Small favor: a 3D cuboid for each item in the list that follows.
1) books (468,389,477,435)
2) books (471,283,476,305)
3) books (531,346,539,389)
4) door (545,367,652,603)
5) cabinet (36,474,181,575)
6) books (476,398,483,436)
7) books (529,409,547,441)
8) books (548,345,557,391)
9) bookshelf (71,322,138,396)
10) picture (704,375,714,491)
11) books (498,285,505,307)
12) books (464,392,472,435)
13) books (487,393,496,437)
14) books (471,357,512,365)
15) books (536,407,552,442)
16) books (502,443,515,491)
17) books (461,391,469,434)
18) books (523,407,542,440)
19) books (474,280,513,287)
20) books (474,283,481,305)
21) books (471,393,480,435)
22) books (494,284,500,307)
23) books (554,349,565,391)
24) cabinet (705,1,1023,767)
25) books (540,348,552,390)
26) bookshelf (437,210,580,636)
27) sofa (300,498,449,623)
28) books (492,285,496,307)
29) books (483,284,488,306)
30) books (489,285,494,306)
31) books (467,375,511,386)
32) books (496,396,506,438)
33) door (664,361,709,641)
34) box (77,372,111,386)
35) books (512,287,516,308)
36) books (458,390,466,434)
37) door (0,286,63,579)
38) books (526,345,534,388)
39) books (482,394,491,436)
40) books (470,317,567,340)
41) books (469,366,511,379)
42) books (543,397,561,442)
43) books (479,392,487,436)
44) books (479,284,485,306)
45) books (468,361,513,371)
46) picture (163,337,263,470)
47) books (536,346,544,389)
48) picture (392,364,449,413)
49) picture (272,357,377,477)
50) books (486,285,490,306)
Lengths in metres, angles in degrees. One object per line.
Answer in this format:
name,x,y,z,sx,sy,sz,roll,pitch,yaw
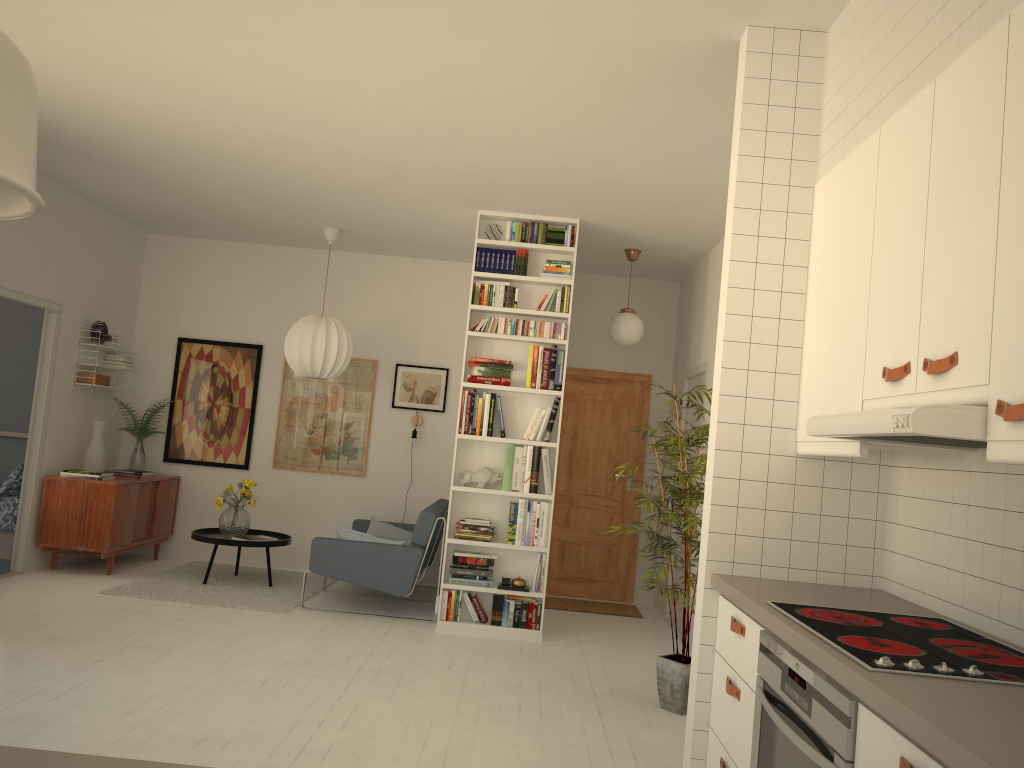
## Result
books,-0.274,0.199,6.193,0.021,0.317,0.179,5,-4,1
books,-0.266,-0.617,6.271,0.019,0.156,0.205,5,-4,1
books,0.160,-0.109,6.222,0.039,0.302,0.199,5,-4,1
door,0.705,0.889,7.971,0.931,2.034,0.159,5,-4,1
cabinet,-3.289,1.122,7.311,0.546,0.728,1.262,5,-4,1
books,-0.224,0.233,6.181,0.024,0.260,0.199,5,-4,1
books,0.178,0.284,6.165,0.105,0.225,0.138,5,-4,1
books,0.283,-0.106,6.209,0.039,0.317,0.160,5,-4,1
bookshelf,-3.387,-0.188,7.420,0.184,0.565,0.694,5,-4,1
picture,1.353,0.346,5.697,0.012,0.877,0.822,5,-4,1
books,-0.072,-0.599,6.249,0.035,0.158,0.199,5,-4,1
books,-0.301,0.209,6.192,0.032,0.291,0.203,5,-4,1
books,-0.141,0.217,6.176,0.033,0.306,0.150,5,-4,1
books,-0.151,-0.154,6.228,0.266,0.026,0.203,6,-4,-9
books,0.223,0.283,6.188,0.092,0.244,0.196,5,-4,1
books,-0.023,0.576,6.161,0.056,0.328,0.228,5,-4,1
books,-0.325,0.203,6.201,0.015,0.301,0.207,5,-4,1
books,0.143,0.278,6.159,0.115,0.232,0.133,5,-4,1
books,-0.123,-0.696,6.262,0.255,0.022,0.189,5,-4,11
books,-0.239,-0.617,6.246,0.034,0.162,0.197,5,-4,1
books,-0.250,0.215,6.190,0.030,0.289,0.200,5,-4,1
books,-0.103,-0.604,6.258,0.028,0.160,0.222,5,-4,1
books,0.329,-0.087,6.205,0.054,0.289,0.179,5,-4,1
cabinet,-0.144,0.103,0.700,2.853,2.161,4.842,5,-4,1
books,0.235,-0.097,6.209,0.059,0.292,0.182,5,-4,1
bookshelf,-0.018,0.268,6.195,0.710,2.902,0.249,5,-4,1
sofa,-0.969,1.299,6.977,0.964,0.773,1.602,5,-4,1
books,-0.125,-0.605,6.241,0.012,0.155,0.208,5,-4,1
books,-0.181,-0.609,6.243,0.023,0.152,0.199,5,-4,1
books,-0.143,-0.607,6.258,0.024,0.155,0.188,5,-4,1
books,-0.157,-0.016,6.204,0.301,0.056,0.201,5,-4,1
books,-0.078,0.232,6.186,0.093,0.288,0.200,5,-4,1
door,1.390,0.879,6.810,0.166,2.034,0.954,5,-4,1
box,-3.409,-0.036,7.231,0.152,0.084,0.265,5,-4,1
books,0.014,-0.593,6.243,0.016,0.158,0.145,5,-4,1
books,-0.343,0.201,6.207,0.021,0.302,0.222,5,-4,1
door,-3.984,0.330,6.258,0.882,2.034,0.954,5,-4,1
books,0.125,-0.114,6.229,0.032,0.300,0.200,5,-4,1
books,-0.175,0.221,6.184,0.032,0.291,0.189,5,-4,1
books,0.043,-0.381,6.239,0.664,0.110,0.278,5,-4,1
books,-0.153,-0.074,6.217,0.268,0.064,0.128,7,-4,-29
books,0.278,0.250,6.182,0.092,0.319,0.179,5,-4,1
books,-0.200,0.215,6.199,0.020,0.304,0.193,5,-4,1
books,-0.208,-0.610,6.248,0.030,0.149,0.201,5,-4,1
books,-0.146,-0.124,6.233,0.314,0.035,0.205,5,-4,1
picture,-2.701,0.175,8.020,0.778,1.134,0.018,5,-4,1
books,0.192,-0.105,6.216,0.029,0.301,0.185,5,-4,1
picture,-0.827,0.038,8.007,0.481,0.402,0.015,5,-4,1
picture,-1.687,0.270,8.003,0.838,1.053,0.012,5,-4,1
books,-0.162,-0.606,6.257,0.013,0.149,0.208,5,-4,1
